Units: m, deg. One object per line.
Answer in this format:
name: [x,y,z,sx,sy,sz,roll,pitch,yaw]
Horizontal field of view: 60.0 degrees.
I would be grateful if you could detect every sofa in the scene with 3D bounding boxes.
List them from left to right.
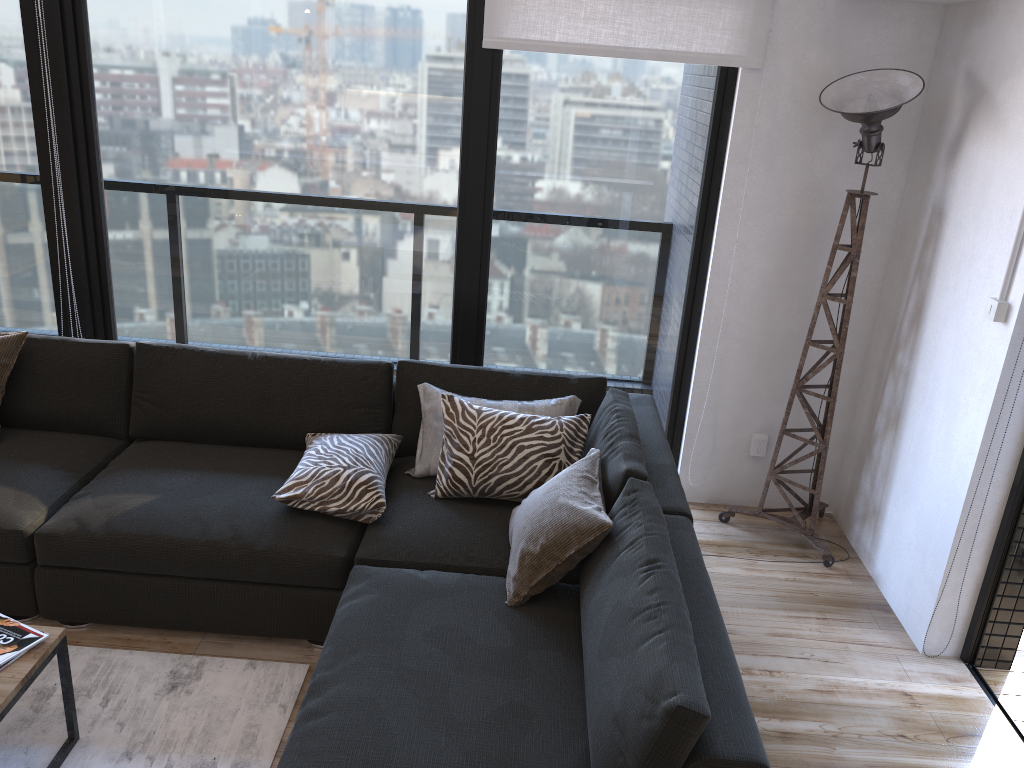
sofa: [-1.008,0.640,2.175,3.044,0.704,2.984,4,20,0]

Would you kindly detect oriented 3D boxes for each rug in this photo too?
rug: [-1.464,1.150,1.710,1.637,0.003,2.102,4,20,0]

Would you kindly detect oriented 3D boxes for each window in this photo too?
window: [-1.917,-1.540,1.402,13.397,5.596,5.635,4,21,0]

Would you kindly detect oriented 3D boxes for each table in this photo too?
table: [-1.456,0.973,1.682,0.697,0.352,1.292,5,20,1]

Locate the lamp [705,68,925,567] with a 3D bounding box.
lamp: [0.759,-0.198,3.189,1.468,1.837,0.423,-1,21,-14]

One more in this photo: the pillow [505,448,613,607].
pillow: [0.131,0.406,2.607,0.273,0.311,0.544,4,20,0]

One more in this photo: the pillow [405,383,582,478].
pillow: [-0.061,0.191,3.131,0.611,0.295,0.233,5,21,1]

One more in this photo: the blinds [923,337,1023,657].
blinds: [2.149,0.681,0.759,1.825,2.062,3.849,-15,28,-42]

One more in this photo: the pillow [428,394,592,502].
pillow: [-0.001,0.228,2.977,0.531,0.316,0.249,6,21,4]

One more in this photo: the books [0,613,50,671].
books: [-1.279,0.642,2.089,0.228,0.013,0.294,12,22,20]

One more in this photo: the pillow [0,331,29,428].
pillow: [-2.061,-0.014,3.157,0.609,0.384,0.264,5,21,1]

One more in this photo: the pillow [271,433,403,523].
pillow: [-0.573,0.292,2.994,0.356,0.178,0.528,4,20,-2]

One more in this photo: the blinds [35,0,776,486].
blinds: [-1.748,-0.726,3.465,5.369,2.054,0.095,4,21,0]
